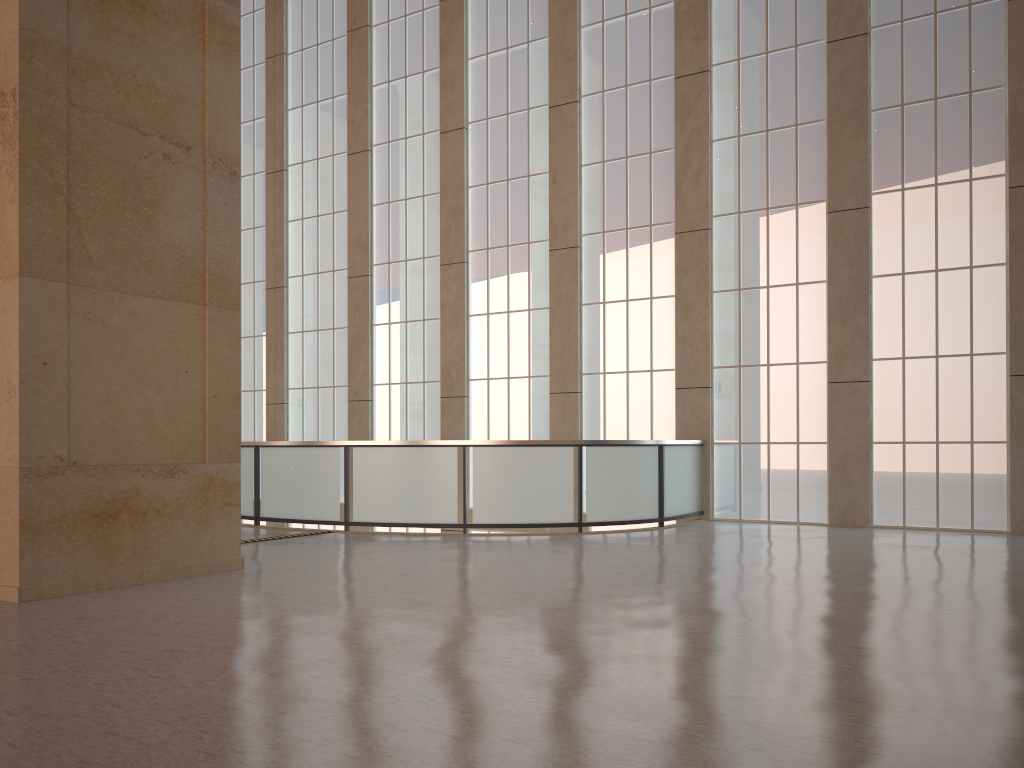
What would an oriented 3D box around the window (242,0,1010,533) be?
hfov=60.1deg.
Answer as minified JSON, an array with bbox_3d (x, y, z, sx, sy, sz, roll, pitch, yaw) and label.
[{"bbox_3d":[-56.312,2.690,57.476,164.937,28.652,0.010,-3,-1,32],"label":"window"}]

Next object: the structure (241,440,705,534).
[{"bbox_3d":[-2.702,2.172,19.650,13.078,1.794,5.254,-2,-4,21],"label":"structure"}]
